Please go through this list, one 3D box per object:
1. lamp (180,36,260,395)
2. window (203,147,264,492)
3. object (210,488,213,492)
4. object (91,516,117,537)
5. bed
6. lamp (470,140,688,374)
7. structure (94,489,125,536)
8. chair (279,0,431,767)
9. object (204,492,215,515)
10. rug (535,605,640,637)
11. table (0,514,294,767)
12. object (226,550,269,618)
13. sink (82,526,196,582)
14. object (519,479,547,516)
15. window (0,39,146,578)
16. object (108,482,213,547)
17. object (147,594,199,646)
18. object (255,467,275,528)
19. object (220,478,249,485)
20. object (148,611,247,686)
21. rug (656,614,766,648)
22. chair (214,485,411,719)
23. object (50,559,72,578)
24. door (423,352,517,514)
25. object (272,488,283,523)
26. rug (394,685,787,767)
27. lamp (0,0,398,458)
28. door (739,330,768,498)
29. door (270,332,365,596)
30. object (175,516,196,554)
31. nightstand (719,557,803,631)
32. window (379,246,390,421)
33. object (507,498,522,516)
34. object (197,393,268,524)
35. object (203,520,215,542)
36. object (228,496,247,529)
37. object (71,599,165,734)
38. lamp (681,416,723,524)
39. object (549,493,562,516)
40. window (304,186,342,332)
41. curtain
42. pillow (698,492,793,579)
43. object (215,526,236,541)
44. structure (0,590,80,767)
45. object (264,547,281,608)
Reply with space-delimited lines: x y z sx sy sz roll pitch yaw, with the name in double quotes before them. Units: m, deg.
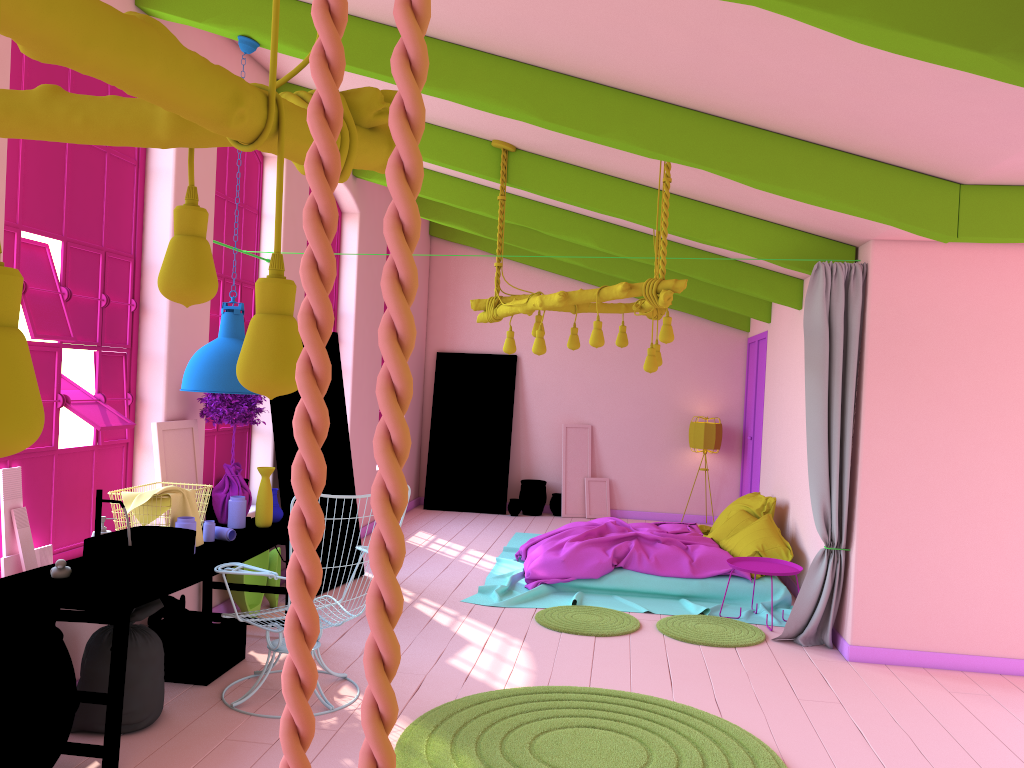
"lamp" -1.554 -0.952 5.011 0.528 2.002 0.529 3 1 39
"window" -2.197 -0.512 6.735 0.072 3.047 1.275 3 1 7
"object" -2.164 0.891 6.621 0.182 0.223 0.182 3 1 -10
"object" -2.002 0.800 4.633 0.165 0.250 0.411 3 1 43
"bed" 1.181 1.613 8.822 2.802 0.514 3.576 3 0 7
"lamp" 0.644 -1.222 6.214 1.611 2.265 1.775 3 1 -11
"structure" -2.008 0.725 4.373 0.166 0.397 0.087 3 1 17
"chair" -0.057 -0.023 0.335 0.860 3.130 0.806 3 1 27
"object" -2.202 0.890 6.325 0.182 0.223 0.182 3 1 -15
"rug" 0.583 1.830 6.873 0.792 0.021 0.792 3 0 -10
"table" -1.937 1.316 5.048 0.655 0.821 2.192 3 0 7
"object" -1.982 1.354 6.534 0.218 0.734 0.451 3 1 7
"sink" -1.826 0.833 4.376 0.340 0.194 0.609 3 0 7
"object" 0.289 1.571 12.268 0.386 0.471 0.386 2 1 -40
"window" -2.444 -0.509 4.832 0.492 3.004 1.497 3 1 7
"object" -1.982 0.741 5.074 0.444 0.369 0.633 3 0 7
"object" -1.978 1.492 5.233 0.300 0.448 0.672 3 0 -17
"object" -1.602 0.733 5.745 0.116 0.383 0.116 2 1 -19
"object" -2.140 0.867 6.828 0.223 0.272 0.223 3 1 -5
"object" -1.932 1.587 5.374 0.446 0.277 0.521 3 0 7
"rug" 1.510 1.875 6.756 0.792 0.021 0.792 3 0 35
"chair" -1.163 1.149 4.986 0.924 1.238 1.079 3 1 42
"object" -2.119 0.863 4.169 0.088 0.088 0.086 3 1 24
"door" -0.576 0.668 12.385 1.153 2.211 0.450 3 1 7
"object" -1.599 0.813 5.946 0.132 0.219 0.132 3 1 24
"rug" 0.383 1.819 4.336 1.889 0.050 1.888 3 0 -5
"lamp" -0.798 -1.076 0.812 1.611 2.265 1.775 3 1 -11
"door" 3.067 0.665 11.304 0.108 2.591 1.677 3 1 7
"door" -1.668 0.631 7.565 0.450 2.211 1.153 3 1 17
"object" -1.795 0.833 4.872 0.109 0.197 0.109 3 1 0
"nightstand" 2.026 1.680 7.160 0.596 0.458 0.596 3 1 45
"window" -1.647 -0.500 11.069 0.072 3.047 1.275 3 1 7
"object" 0.036 1.684 12.080 0.199 0.234 0.199 2 1 -25
"object" -1.846 0.442 5.829 0.441 0.951 0.502 2 1 -33
"object" -1.794 0.871 5.253 0.065 0.118 0.065 2 1 -34
"object" -1.765 0.822 5.697 0.109 0.197 0.109 3 1 45
"object" -1.294 0.984 0.677 2.826 1.580 7.864 3 0 8
"lamp" 2.600 1.172 11.912 0.491 1.467 0.476 3 1 37
"object" 0.644 1.676 12.299 0.260 0.306 0.260 3 1 40
"window" -1.970 -0.497 8.630 0.214 3.010 1.513 3 1 7
"curtain" 2.285 0.530 6.429 0.518 2.786 0.525 3 1 -12
"pillow" 2.301 1.503 8.938 0.848 0.822 2.617 3 0 -3
"object" -1.726 0.898 5.312 0.137 0.076 0.076 3 1 27
"structure" -2.127 1.302 3.551 0.718 0.845 0.718 2 1 -25
"object" -1.874 1.492 6.852 0.137 0.463 0.284 3 1 -8
